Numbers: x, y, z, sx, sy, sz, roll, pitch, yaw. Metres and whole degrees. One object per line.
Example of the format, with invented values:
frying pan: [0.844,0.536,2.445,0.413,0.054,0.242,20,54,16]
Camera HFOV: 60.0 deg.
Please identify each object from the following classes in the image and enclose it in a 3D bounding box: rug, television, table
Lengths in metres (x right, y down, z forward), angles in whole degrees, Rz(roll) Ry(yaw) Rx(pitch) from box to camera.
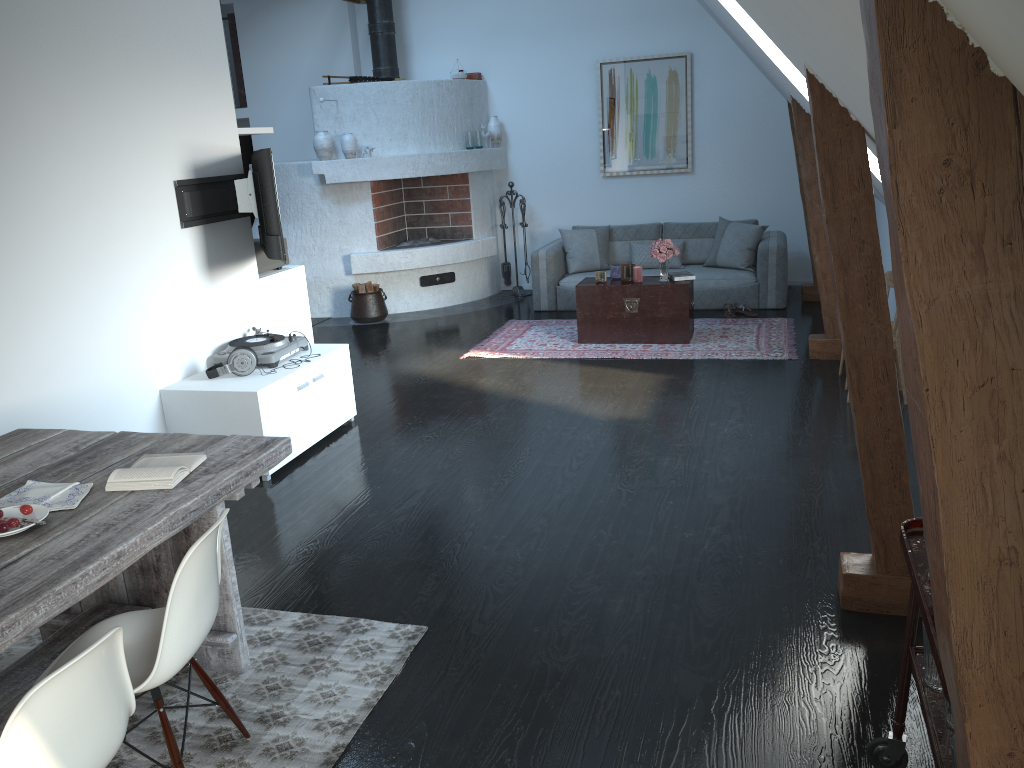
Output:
rug: [-1.578,1.236,2.264,1.898,0.022,2.677,1,16,16]
television: [-1.699,-1.051,5.295,0.537,0.652,1.005,-9,16,-17]
rug: [1.025,-0.397,7.495,2.647,0.029,1.512,1,16,17]
table: [1.032,-0.621,7.403,0.962,0.492,0.471,1,16,17]
table: [-1.596,0.871,2.140,1.141,0.788,2.421,1,16,16]

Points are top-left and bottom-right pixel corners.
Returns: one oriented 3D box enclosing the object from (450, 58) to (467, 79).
object: [-0.567,-3.328,9.380,0.231,0.221,0.066,-18,21,-41]

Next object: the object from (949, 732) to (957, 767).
object: [0.908,0.752,1.745,0.092,0.099,0.092,-5,16,-5]

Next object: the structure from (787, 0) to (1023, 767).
structure: [1.375,-0.064,2.637,1.023,1.963,12.350,1,16,17]

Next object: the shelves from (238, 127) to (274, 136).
shelves: [-2.424,-1.637,5.919,1.604,0.038,0.478,1,16,17]

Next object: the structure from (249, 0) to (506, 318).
structure: [-1.626,-3.329,9.954,3.058,4.752,3.049,4,17,25]

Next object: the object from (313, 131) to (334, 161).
object: [-1.870,-2.355,8.818,0.203,0.314,0.203,-4,16,1]

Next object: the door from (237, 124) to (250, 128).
door: [-3.752,-2.295,11.603,1.433,2.074,0.698,-10,17,-22]

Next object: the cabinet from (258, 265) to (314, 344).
cabinet: [-1.944,-0.326,6.267,0.869,0.921,0.638,1,16,17]

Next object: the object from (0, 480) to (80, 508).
object: [-1.391,0.320,2.578,0.182,0.016,0.179,-1,16,11]

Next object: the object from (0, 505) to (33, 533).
object: [-1.363,0.364,2.358,0.132,0.034,0.144,-7,16,-11]

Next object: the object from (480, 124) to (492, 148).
object: [-0.277,-2.665,9.522,0.150,0.258,0.081,-16,20,-37]

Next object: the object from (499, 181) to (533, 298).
object: [0.029,-1.590,9.744,0.376,1.245,0.376,-5,16,-3]

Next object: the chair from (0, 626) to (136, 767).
chair: [-1.049,0.893,1.901,0.542,0.801,0.465,1,16,17]

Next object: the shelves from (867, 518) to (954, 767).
shelves: [1.064,0.791,1.887,0.438,0.732,0.803,0,16,13]

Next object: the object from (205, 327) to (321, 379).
object: [-1.465,-0.197,5.220,0.558,0.162,0.742,0,16,14]

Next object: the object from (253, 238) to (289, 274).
object: [-1.827,-0.853,6.012,0.435,0.211,0.496,1,16,16]

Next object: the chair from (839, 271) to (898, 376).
chair: [2.366,-0.366,5.787,0.342,0.696,0.329,-4,16,0]

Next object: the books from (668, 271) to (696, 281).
books: [1.392,-0.889,7.311,0.179,0.034,0.243,-5,16,-5]

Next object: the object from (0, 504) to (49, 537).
object: [-1.347,0.373,2.367,0.205,0.024,0.205,-1,16,9]

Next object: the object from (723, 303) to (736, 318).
object: [1.982,-0.672,8.107,0.101,0.090,0.277,-2,16,5]

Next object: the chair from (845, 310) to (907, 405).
chair: [2.235,-0.255,5.421,0.342,0.696,0.329,1,16,18]

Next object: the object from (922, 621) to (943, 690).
object: [0.999,0.628,2.064,0.087,0.155,0.087,-7,16,-10]

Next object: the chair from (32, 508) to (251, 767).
chair: [-0.991,0.749,2.405,0.542,0.801,0.465,-3,16,3]

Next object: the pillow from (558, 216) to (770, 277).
pillow: [1.478,-1.366,8.805,2.075,0.515,0.444,1,16,16]

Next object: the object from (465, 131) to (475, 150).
object: [-0.442,-2.547,9.281,0.092,0.180,0.092,11,22,43]

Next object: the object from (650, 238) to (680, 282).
object: [1.236,-1.019,7.227,0.234,0.351,0.235,-10,17,-22]

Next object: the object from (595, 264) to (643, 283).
object: [0.912,-0.930,7.387,0.413,0.138,0.215,4,18,28]

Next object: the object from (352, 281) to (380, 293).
object: [-1.478,-0.869,8.952,0.240,0.370,0.270,1,16,16]

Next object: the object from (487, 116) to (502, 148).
object: [-0.189,-2.735,9.670,0.165,0.368,0.165,-7,16,-10]

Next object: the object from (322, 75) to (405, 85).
object: [-1.479,-3.056,8.874,0.783,0.094,0.311,-3,16,3]

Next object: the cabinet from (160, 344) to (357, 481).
cabinet: [-1.446,0.132,5.277,0.623,0.507,1.069,1,16,17]

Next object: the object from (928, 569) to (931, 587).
object: [0.918,0.314,1.811,0.114,0.292,0.114,-7,16,-10]

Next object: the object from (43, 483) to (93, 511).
object: [-1.315,0.326,2.540,0.182,0.014,0.185,-6,16,-8]

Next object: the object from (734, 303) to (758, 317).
object: [2.141,-0.679,8.094,0.101,0.090,0.277,-11,17,-25]

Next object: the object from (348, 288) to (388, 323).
object: [-1.455,-0.794,8.987,0.384,0.313,0.384,10,21,41]

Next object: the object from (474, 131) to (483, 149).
object: [-0.355,-2.589,9.411,0.092,0.180,0.092,9,20,38]

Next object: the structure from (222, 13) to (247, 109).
structure: [-4.034,-2.583,10.520,1.897,3.267,0.781,1,16,17]

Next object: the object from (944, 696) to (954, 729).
object: [0.982,0.697,1.926,0.092,0.099,0.092,-5,16,-5]

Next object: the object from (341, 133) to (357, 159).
object: [-1.611,-2.342,8.780,0.158,0.274,0.158,-14,19,-32]

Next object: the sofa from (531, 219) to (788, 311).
sofa: [1.497,-1.224,8.947,2.458,0.770,1.107,1,16,17]

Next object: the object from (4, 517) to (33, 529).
object: [-1.331,0.369,2.363,0.110,0.011,0.058,2,17,20]

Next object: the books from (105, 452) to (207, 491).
books: [-1.077,0.255,2.691,0.202,0.042,0.251,-2,16,5]

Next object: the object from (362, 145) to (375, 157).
object: [-1.423,-2.314,8.803,0.161,0.114,0.064,2,16,19]

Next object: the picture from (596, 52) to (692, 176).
picture: [1.385,-2.807,9.288,0.965,1.185,0.025,1,16,17]

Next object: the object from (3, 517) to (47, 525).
object: [-1.293,0.361,2.355,0.194,0.022,0.019,6,18,31]

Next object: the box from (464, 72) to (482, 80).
box: [-0.457,-3.325,9.612,0.229,0.078,0.127,1,16,17]

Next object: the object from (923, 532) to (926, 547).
object: [1.025,0.373,1.940,0.151,0.092,0.245,-18,21,-42]
